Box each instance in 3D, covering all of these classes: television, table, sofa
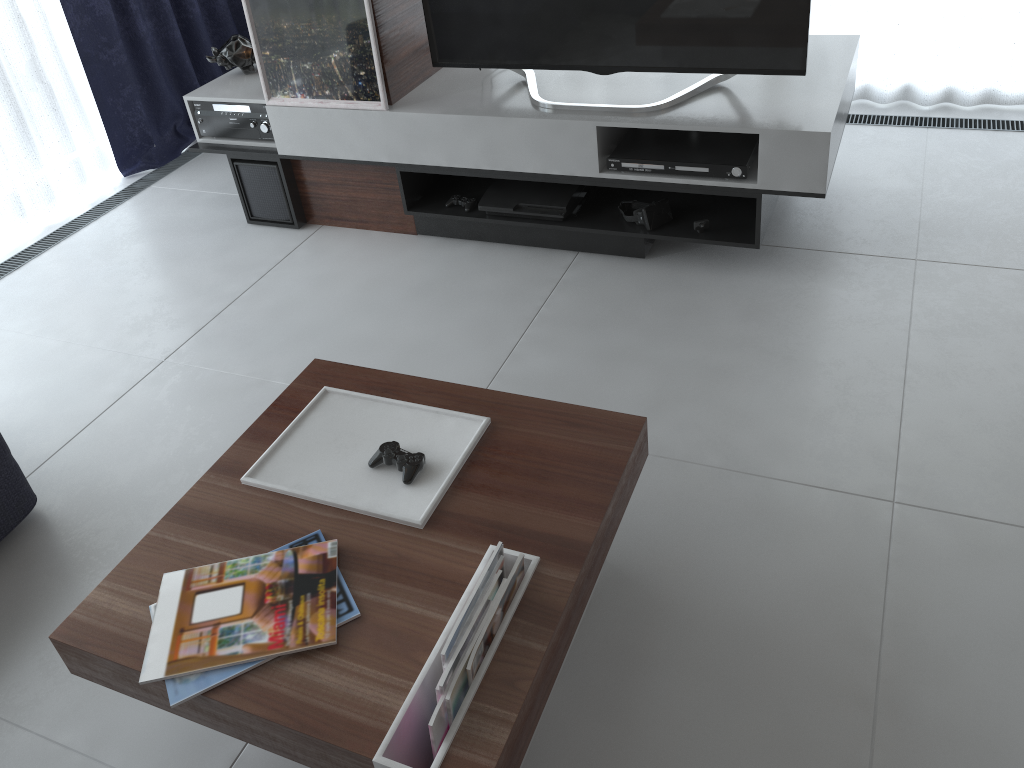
[{"bbox_3d":[0.266,-1.251,2.654,1.236,0.754,0.308,9,38,23],"label":"television"},{"bbox_3d":[-0.234,0.374,1.703,0.804,0.338,0.835,9,39,22],"label":"table"},{"bbox_3d":[-1.172,0.711,1.208,2.886,0.584,1.969,9,39,22],"label":"sofa"}]

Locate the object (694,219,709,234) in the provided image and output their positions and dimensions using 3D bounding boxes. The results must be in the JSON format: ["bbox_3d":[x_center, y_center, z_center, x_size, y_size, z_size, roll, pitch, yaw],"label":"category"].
[{"bbox_3d":[0.598,-0.497,2.782,0.044,0.041,0.045,9,38,22],"label":"object"}]

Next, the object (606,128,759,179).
[{"bbox_3d":[0.556,-0.746,2.791,0.432,0.051,0.348,9,39,22],"label":"object"}]

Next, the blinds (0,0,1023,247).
[{"bbox_3d":[-0.364,-0.355,0.750,5.835,2.664,7.386,11,40,25],"label":"blinds"}]

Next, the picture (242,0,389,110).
[{"bbox_3d":[-0.679,-1.247,2.890,0.502,0.672,0.055,9,38,23],"label":"picture"}]

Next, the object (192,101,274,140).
[{"bbox_3d":[-0.983,-1.091,3.466,0.371,0.144,0.382,9,39,22],"label":"object"}]

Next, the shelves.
[{"bbox_3d":[-0.004,-0.941,3.331,2.360,0.480,0.905,10,39,22],"label":"shelves"}]

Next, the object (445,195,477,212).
[{"bbox_3d":[-0.178,-0.647,3.134,0.114,0.035,0.073,19,44,32],"label":"object"}]

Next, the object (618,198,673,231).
[{"bbox_3d":[0.425,-0.579,2.899,0.119,0.076,0.188,-28,40,-26],"label":"object"}]

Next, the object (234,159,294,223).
[{"bbox_3d":[-0.908,-0.808,3.493,0.214,0.241,0.264,9,38,22],"label":"object"}]

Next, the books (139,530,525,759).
[{"bbox_3d":[3.482,0.191,1.131,8.229,0.358,0.422,-4,35,5],"label":"books"}]

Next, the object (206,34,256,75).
[{"bbox_3d":[-1.053,-1.316,3.505,0.312,0.144,0.142,-17,36,-13],"label":"object"}]

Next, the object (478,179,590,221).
[{"bbox_3d":[0.087,-0.670,3.091,0.315,0.065,0.325,9,39,22],"label":"object"}]

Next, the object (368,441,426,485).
[{"bbox_3d":[-0.220,0.146,1.707,0.114,0.035,0.073,19,44,32],"label":"object"}]
